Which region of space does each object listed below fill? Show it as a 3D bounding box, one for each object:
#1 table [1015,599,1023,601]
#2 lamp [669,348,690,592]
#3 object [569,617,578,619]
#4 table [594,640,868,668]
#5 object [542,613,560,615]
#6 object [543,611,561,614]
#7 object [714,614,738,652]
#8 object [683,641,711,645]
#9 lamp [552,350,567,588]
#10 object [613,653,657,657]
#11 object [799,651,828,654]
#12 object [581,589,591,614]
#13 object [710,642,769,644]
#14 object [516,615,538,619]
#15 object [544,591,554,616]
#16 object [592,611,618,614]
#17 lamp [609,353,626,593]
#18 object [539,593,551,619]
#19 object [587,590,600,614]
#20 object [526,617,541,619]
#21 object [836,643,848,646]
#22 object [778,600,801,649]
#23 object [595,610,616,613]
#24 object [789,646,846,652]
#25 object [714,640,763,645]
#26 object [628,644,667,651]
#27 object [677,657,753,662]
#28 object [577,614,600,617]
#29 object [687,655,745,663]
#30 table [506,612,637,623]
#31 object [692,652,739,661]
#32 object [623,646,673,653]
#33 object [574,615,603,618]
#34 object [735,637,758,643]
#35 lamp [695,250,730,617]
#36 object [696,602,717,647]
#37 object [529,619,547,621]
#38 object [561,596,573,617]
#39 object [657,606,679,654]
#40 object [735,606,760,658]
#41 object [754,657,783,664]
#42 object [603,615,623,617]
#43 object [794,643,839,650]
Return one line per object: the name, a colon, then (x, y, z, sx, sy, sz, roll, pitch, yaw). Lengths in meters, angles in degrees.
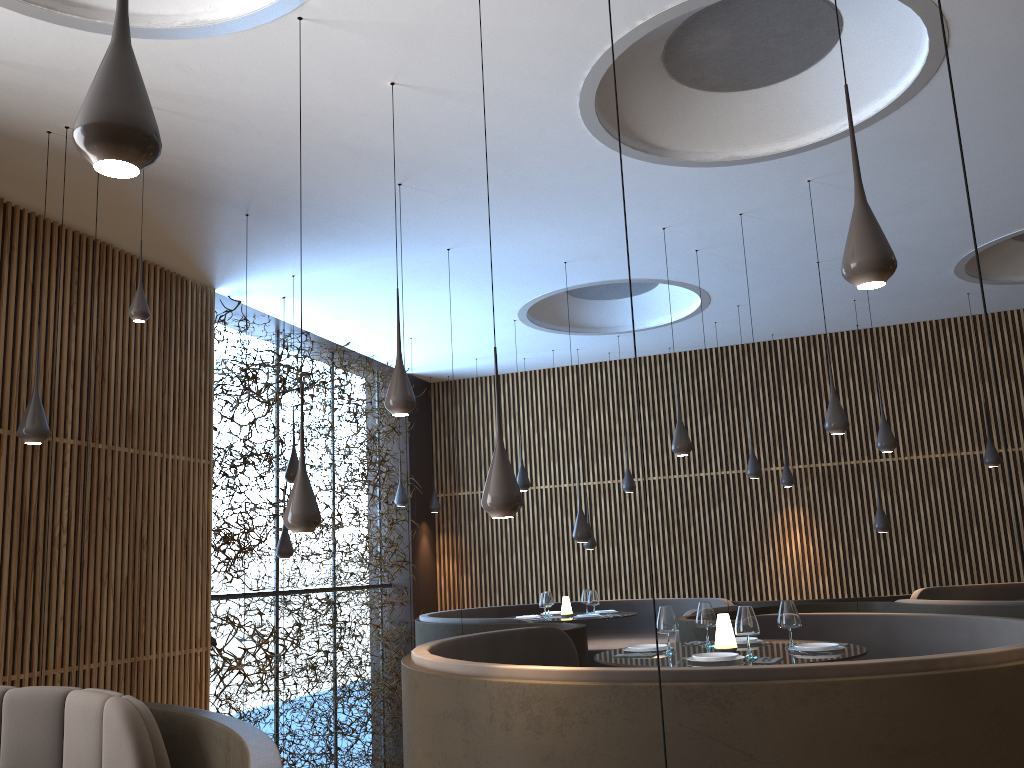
table: (6.102, 2.686, 8.942, 1.672, 1.019, 1.680, -5, -12, 9)
lamp: (2.540, 2.523, 12.874, 0.196, 6.246, 0.196, -13, -14, 43)
object: (0.866, 2.655, 10.110, 0.411, 0.012, 0.205, 3, -13, -24)
table: (1.381, 2.194, 5.520, 1.675, 1.019, 1.677, -9, -13, 29)
object: (0.526, 2.880, 11.110, 0.332, 0.014, 0.333, -6, -12, 17)
object: (0.525, 2.871, 11.112, 0.263, 0.029, 0.264, -5, -12, 11)
object: (1.351, 1.580, 5.634, 0.142, 0.231, 0.145, -10, -13, 34)
object: (1.306, 1.827, 6.249, 0.127, 0.017, 0.263, -10, -14, 29)
lamp: (0.761, 2.564, 12.664, 0.196, 6.246, 0.196, -10, -13, 34)
object: (0.777, 1.718, 5.608, 0.262, 0.017, 0.127, -7, -13, 20)
object: (1.861, 1.617, 5.408, 0.204, 0.012, 0.412, -7, -13, 20)
object: (0.920, 2.686, 10.937, 0.142, 0.294, 0.142, 3, -12, -27)
object: (1.559, 1.774, 6.083, 0.411, 0.012, 0.205, -9, -13, 26)
object: (0.179, 2.733, 10.377, 0.263, 0.029, 0.264, 5, -14, -34)
object: (0.446, 2.704, 10.917, 0.142, 0.294, 0.142, -6, -11, 19)
object: (1.132, 2.788, 10.808, 0.332, 0.014, 0.333, -4, -12, 4)
lamp: (1.636, 2.594, 13.004, 0.196, 6.246, 0.196, -10, -13, 34)
object: (0.386, 2.579, 10.309, 0.142, 0.294, 0.142, -5, -11, 13)
object: (0.953, 2.560, 10.350, 0.142, 0.294, 0.142, -5, -11, 12)
object: (0.179, 2.743, 10.375, 0.332, 0.014, 0.333, -6, -12, 16)
object: (2.008, 1.672, 5.673, 0.262, 0.017, 0.127, -8, -13, 24)
object: (1.767, 1.532, 5.649, 0.142, 0.294, 0.142, -1, -11, -10)
object: (1.132, 2.778, 10.809, 0.263, 0.029, 0.264, -4, -12, 7)
object: (1.862, 1.617, 5.413, 0.332, 0.014, 0.333, -9, -13, 28)
object: (1.555, 1.773, 6.085, 0.332, 0.014, 0.332, -12, -15, 36)
object: (0.903, 1.752, 5.882, 0.263, 0.029, 0.264, 0, -12, -14)
object: (1.173, 1.591, 5.123, 0.411, 0.012, 0.205, -8, -13, 22)
object: (0.870, 2.644, 10.114, 0.263, 0.029, 0.264, -8, -13, 24)
object: (1.177, 1.589, 5.122, 0.332, 0.014, 0.333, -2, -12, -5)
table: (0.681, 3.278, 10.512, 1.672, 1.019, 1.680, 1, -12, -20)
object: (1.177, 1.579, 5.123, 0.263, 0.029, 0.264, -10, -14, 32)
object: (0.903, 1.762, 5.880, 0.332, 0.014, 0.333, -9, -13, 27)
object: (0.870, 2.654, 10.112, 0.332, 0.014, 0.333, -4, -12, 5)
object: (1.554, 1.764, 6.087, 0.263, 0.029, 0.264, -6, -12, 14)
lamp: (2.081, 1.670, 8.718, 0.196, 6.246, 0.196, 5, -13, -35)
object: (1.325, 1.636, 6.042, 0.142, 0.294, 0.142, -12, -14, 40)
object: (0.258, 2.686, 10.088, 0.262, 0.017, 0.127, 1, -13, -19)
object: (0.652, 2.664, 10.625, 0.142, 0.231, 0.145, -3, -11, -1)
object: (1.000, 1.580, 5.700, 0.142, 0.294, 0.142, 0, -11, -14)
object: (1.389, 1.462, 5.229, 0.142, 0.294, 0.142, 1, -11, -19)
object: (1.438, 1.552, 4.972, 0.126, 0.017, 0.263, -9, -13, 26)
object: (1.160, 2.665, 10.198, 0.126, 0.017, 0.263, 2, -13, -20)
object: (1.861, 1.608, 5.414, 0.263, 0.029, 0.264, -11, -14, 34)
